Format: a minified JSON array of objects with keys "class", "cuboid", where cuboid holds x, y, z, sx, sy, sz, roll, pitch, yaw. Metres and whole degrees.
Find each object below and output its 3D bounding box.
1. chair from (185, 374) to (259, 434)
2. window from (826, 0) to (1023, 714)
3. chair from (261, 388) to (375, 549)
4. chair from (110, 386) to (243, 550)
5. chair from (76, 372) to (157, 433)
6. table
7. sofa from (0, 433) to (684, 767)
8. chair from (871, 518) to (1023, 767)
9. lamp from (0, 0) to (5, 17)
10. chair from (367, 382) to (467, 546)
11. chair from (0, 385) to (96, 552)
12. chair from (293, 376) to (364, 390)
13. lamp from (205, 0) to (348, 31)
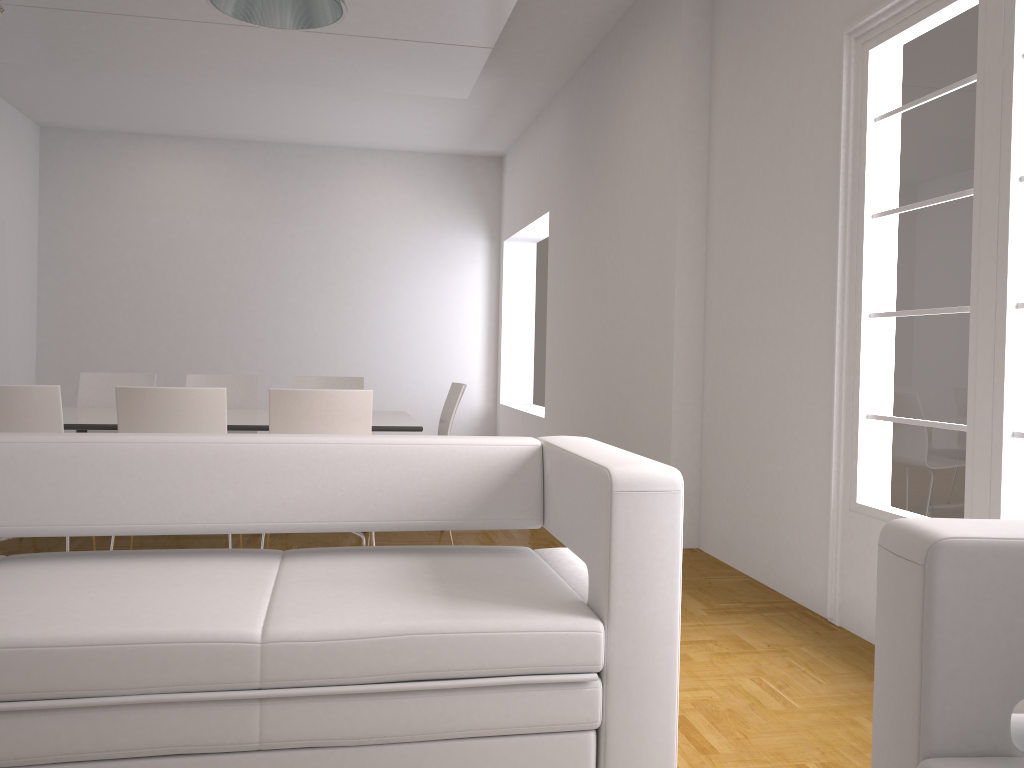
[{"class":"chair","cuboid":[-1.915,0.411,5.753,0.561,0.931,0.575,1,1,-11]},{"class":"window","cuboid":[1.769,-0.190,2.139,0.195,2.527,3.352,1,1,-11]},{"class":"chair","cuboid":[-0.941,0.479,4.358,0.561,0.931,0.575,1,1,-11]},{"class":"chair","cuboid":[-1.589,0.469,4.231,0.561,0.931,0.575,1,1,-11]},{"class":"chair","cuboid":[-2.563,0.401,5.626,0.561,0.931,0.575,1,1,-11]},{"class":"table","cuboid":[-1.770,0.540,4.991,2.410,0.722,1.211,1,2,-11]},{"class":"sofa","cuboid":[-0.970,0.577,2.173,2.622,0.848,0.823,1,1,-11]},{"class":"chair","cuboid":[1.027,0.615,1.030,0.801,0.911,1.097,1,1,-1]},{"class":"lamp","cuboid":[-3.163,-2.287,5.319,0.173,0.364,0.167,2,1,32]},{"class":"chair","cuboid":[-0.566,0.460,5.208,0.575,0.931,0.561,1,1,-11]},{"class":"chair","cuboid":[-2.277,0.457,4.096,0.561,0.931,0.575,1,1,-11]},{"class":"chair","cuboid":[-1.227,0.423,5.888,0.561,0.931,0.575,1,1,-11]},{"class":"lamp","cuboid":[-0.771,-1.889,2.957,0.464,1.249,0.465,1,1,-12]}]
